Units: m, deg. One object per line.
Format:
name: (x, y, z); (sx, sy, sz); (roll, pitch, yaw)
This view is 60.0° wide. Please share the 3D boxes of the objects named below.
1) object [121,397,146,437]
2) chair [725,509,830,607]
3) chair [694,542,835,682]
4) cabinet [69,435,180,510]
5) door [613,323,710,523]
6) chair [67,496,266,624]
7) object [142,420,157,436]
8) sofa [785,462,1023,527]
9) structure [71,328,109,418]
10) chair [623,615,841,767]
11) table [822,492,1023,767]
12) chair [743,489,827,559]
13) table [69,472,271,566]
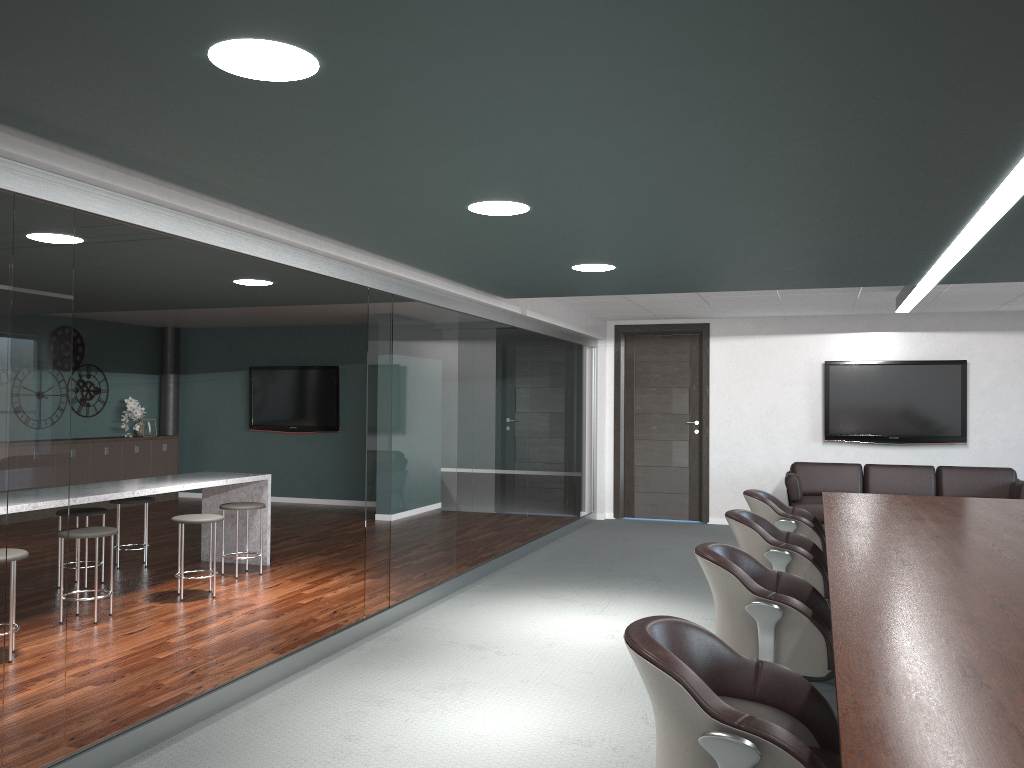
object: (-4.635, 0.401, 10.881); (0.221, 0.495, 0.600); (1, -1, -7)
chair: (1.245, 0.974, 4.057); (0.523, 0.761, 0.533); (0, -1, 0)
chair: (0.889, 0.947, 3.045); (0.518, 0.761, 0.535); (0, -1, 25)
cabinet: (-6.451, 0.919, 5.635); (0.402, 0.820, 12.287); (0, -1, 19)
door: (1.641, 0.413, 9.705); (1.038, 2.130, 0.139); (0, -1, 19)
chair: (-2.941, 1.084, 4.827); (1.479, 0.512, 4.029); (0, -1, 19)
object: (-4.506, 0.547, 11.023); (0.042, 0.207, 0.174); (-1, -2, 38)
sofa: (4.023, 1.087, 7.062); (1.976, 0.728, 4.057); (1, -2, -28)
structure: (-5.183, -0.087, 9.928); (0.017, 1.178, 1.791); (0, -1, 19)
chair: (0.500, 0.917, 1.910); (0.518, 0.761, 0.535); (0, -1, 25)
table: (1.557, 0.964, 2.307); (1.374, 0.706, 6.694); (0, -1, 19)
chair: (1.598, 1.002, 5.112); (0.518, 0.761, 0.535); (0, -1, 25)
table: (-2.894, 0.989, 4.782); (0.609, 0.699, 4.577); (0, -1, 19)
